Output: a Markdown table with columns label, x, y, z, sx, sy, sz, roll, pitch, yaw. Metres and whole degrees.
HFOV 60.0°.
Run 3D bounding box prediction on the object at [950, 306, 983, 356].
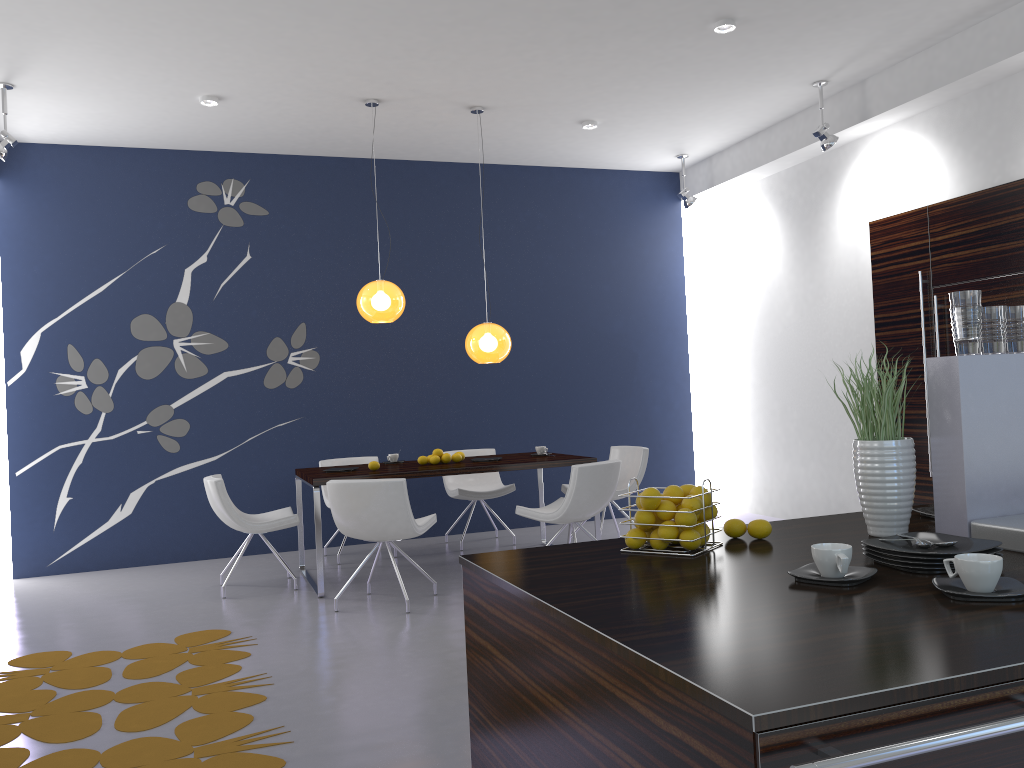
| label | x | y | z | sx | sy | sz | roll | pitch | yaw |
| --- | --- | --- | --- | --- | --- | --- | --- | --- | --- |
| object | 1.121 | -0.129 | 2.183 | 0.072 | 0.119 | 0.071 | -3 | -1 | 20 |

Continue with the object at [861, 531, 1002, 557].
| label | x | y | z | sx | sy | sz | roll | pitch | yaw |
| --- | --- | --- | --- | --- | --- | --- | --- | --- | --- |
| object | 1.077 | 0.273 | 1.877 | 0.646 | 0.147 | 0.269 | -3 | -1 | 5 |

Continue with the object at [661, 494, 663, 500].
| label | x | y | z | sx | sy | sz | roll | pitch | yaw |
| --- | --- | --- | --- | --- | --- | --- | --- | --- | --- |
| object | 0.386 | 0.310 | 2.302 | 0.061 | 0.052 | 0.053 | -3 | -1 | -6 |

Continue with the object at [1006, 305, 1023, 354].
| label | x | y | z | sx | sy | sz | roll | pitch | yaw |
| --- | --- | --- | --- | --- | --- | --- | --- | --- | --- |
| object | 1.273 | -0.135 | 2.238 | 0.072 | 0.119 | 0.071 | -3 | -1 | 20 |

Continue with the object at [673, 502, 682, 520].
| label | x | y | z | sx | sy | sz | roll | pitch | yaw |
| --- | --- | --- | --- | --- | --- | --- | --- | --- | --- |
| object | 0.436 | 0.329 | 2.281 | 0.052 | 0.053 | 0.062 | -4 | -1 | 42 |

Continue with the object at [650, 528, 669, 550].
| label | x | y | z | sx | sy | sz | roll | pitch | yaw |
| --- | --- | --- | --- | --- | --- | --- | --- | --- | --- |
| object | 0.369 | 0.386 | 2.209 | 0.050 | 0.055 | 0.061 | -3 | -1 | 26 |

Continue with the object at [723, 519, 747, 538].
| label | x | y | z | sx | sy | sz | roll | pitch | yaw |
| --- | --- | --- | --- | --- | --- | --- | --- | --- | --- |
| object | 0.587 | 0.380 | 2.336 | 0.063 | 0.051 | 0.053 | -3 | -1 | -16 |

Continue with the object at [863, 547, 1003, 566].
| label | x | y | z | sx | sy | sz | roll | pitch | yaw |
| --- | --- | --- | --- | --- | --- | --- | --- | --- | --- |
| object | 0.894 | 0.366 | 1.893 | 0.232 | 0.020 | 0.232 | -3 | -1 | -11 |

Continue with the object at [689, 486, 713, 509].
| label | x | y | z | sx | sy | sz | roll | pitch | yaw |
| --- | --- | --- | --- | --- | --- | --- | --- | --- | --- |
| object | 0.474 | 0.286 | 2.227 | 0.052 | 0.060 | 0.057 | -2 | -1 | -32 |

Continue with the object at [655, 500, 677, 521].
| label | x | y | z | sx | sy | sz | roll | pitch | yaw |
| --- | --- | --- | --- | --- | --- | --- | --- | --- | --- |
| object | 0.383 | 0.314 | 2.204 | 0.055 | 0.051 | 0.061 | -2 | -1 | -25 |

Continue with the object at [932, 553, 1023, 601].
| label | x | y | z | sx | sy | sz | roll | pitch | yaw |
| --- | --- | --- | --- | --- | --- | --- | --- | --- | --- |
| object | 0.852 | 0.350 | 1.614 | 0.153 | 0.069 | 0.153 | -3 | -1 | 14 |

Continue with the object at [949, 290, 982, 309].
| label | x | y | z | sx | sy | sz | roll | pitch | yaw |
| --- | --- | --- | --- | --- | --- | --- | --- | --- | --- |
| object | 1.119 | -0.168 | 2.184 | 0.072 | 0.119 | 0.071 | -3 | -1 | 20 |

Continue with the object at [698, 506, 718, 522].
| label | x | y | z | sx | sy | sz | roll | pitch | yaw |
| --- | --- | --- | --- | --- | --- | --- | --- | --- | --- |
| object | 0.490 | 0.325 | 2.252 | 0.063 | 0.051 | 0.053 | -3 | -1 | 39 |

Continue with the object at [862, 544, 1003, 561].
| label | x | y | z | sx | sy | sz | roll | pitch | yaw |
| --- | --- | --- | --- | --- | --- | --- | --- | --- | --- |
| object | 0.893 | 0.356 | 1.893 | 0.232 | 0.020 | 0.232 | -3 | -1 | -16 |

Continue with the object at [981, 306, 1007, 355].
| label | x | y | z | sx | sy | sz | roll | pitch | yaw |
| --- | --- | --- | --- | --- | --- | --- | --- | --- | --- |
| object | 1.197 | -0.132 | 2.210 | 0.072 | 0.119 | 0.071 | -3 | -1 | 20 |

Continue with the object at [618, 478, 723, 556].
| label | x | y | z | sx | sy | sz | roll | pitch | yaw |
| --- | --- | --- | --- | --- | --- | --- | --- | --- | --- |
| object | 0.399 | 0.325 | 2.235 | 0.207 | 0.174 | 0.189 | -3 | -1 | 35 |

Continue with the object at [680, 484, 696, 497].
| label | x | y | z | sx | sy | sz | roll | pitch | yaw |
| --- | --- | --- | --- | --- | --- | --- | --- | --- | --- |
| object | 0.454 | 0.283 | 2.276 | 0.063 | 0.051 | 0.053 | -3 | -1 | 28 |

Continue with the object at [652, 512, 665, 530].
| label | x | y | z | sx | sy | sz | roll | pitch | yaw |
| --- | --- | --- | --- | --- | --- | --- | --- | --- | --- |
| object | 0.371 | 0.346 | 2.258 | 0.051 | 0.053 | 0.062 | -3 | -1 | -12 |

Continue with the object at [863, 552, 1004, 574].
| label | x | y | z | sx | sy | sz | roll | pitch | yaw |
| --- | --- | --- | --- | --- | --- | --- | --- | --- | --- |
| object | 0.894 | 0.376 | 1.893 | 0.232 | 0.020 | 0.232 | -3 | -1 | -11 |

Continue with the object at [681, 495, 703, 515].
| label | x | y | z | sx | sy | sz | roll | pitch | yaw |
| --- | --- | --- | --- | --- | --- | --- | --- | --- | --- |
| object | 0.444 | 0.299 | 2.183 | 0.053 | 0.051 | 0.063 | -3 | -1 | 26 |

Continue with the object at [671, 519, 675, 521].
| label | x | y | z | sx | sy | sz | roll | pitch | yaw |
| --- | --- | --- | --- | --- | --- | --- | --- | --- | --- |
| object | 0.421 | 0.381 | 2.287 | 0.064 | 0.063 | 0.074 | -3 | -1 | 1 |

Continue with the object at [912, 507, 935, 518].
| label | x | y | z | sx | sy | sz | roll | pitch | yaw |
| --- | --- | --- | --- | --- | --- | --- | --- | --- | --- |
| object | 1.278 | 0.365 | 2.502 | 0.232 | 0.020 | 0.232 | -3 | -1 | -11 |

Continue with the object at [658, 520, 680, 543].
| label | x | y | z | sx | sy | sz | roll | pitch | yaw |
| --- | --- | --- | --- | --- | --- | --- | --- | --- | --- |
| object | 0.383 | 0.361 | 2.170 | 0.052 | 0.053 | 0.062 | -3 | -1 | 17 |

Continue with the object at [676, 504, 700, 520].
| label | x | y | z | sx | sy | sz | roll | pitch | yaw |
| --- | --- | --- | --- | --- | --- | --- | --- | --- | --- |
| object | 0.439 | 0.325 | 2.225 | 0.064 | 0.053 | 0.051 | -2 | -1 | -17 |

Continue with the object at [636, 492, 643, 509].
| label | x | y | z | sx | sy | sz | roll | pitch | yaw |
| --- | --- | --- | --- | --- | --- | --- | --- | --- | --- |
| object | 0.342 | 0.300 | 2.264 | 0.051 | 0.053 | 0.063 | -3 | -1 | -7 |

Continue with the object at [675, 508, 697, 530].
| label | x | y | z | sx | sy | sz | roll | pitch | yaw |
| --- | --- | --- | --- | --- | --- | --- | --- | --- | --- |
| object | 0.421 | 0.328 | 2.149 | 0.053 | 0.055 | 0.060 | -3 | -1 | 24 |

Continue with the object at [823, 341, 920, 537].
| label | x | y | z | sx | sy | sz | roll | pitch | yaw |
| --- | --- | --- | --- | --- | --- | --- | --- | --- | --- |
| object | 0.932 | 0.137 | 2.293 | 0.247 | 0.502 | 0.269 | -3 | -1 | 23 |

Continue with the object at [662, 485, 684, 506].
| label | x | y | z | sx | sy | sz | roll | pitch | yaw |
| --- | --- | --- | --- | --- | --- | --- | --- | --- | --- |
| object | 0.407 | 0.282 | 2.239 | 0.051 | 0.053 | 0.063 | -2 | -1 | -18 |

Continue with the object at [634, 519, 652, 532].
| label | x | y | z | sx | sy | sz | roll | pitch | yaw |
| --- | --- | --- | --- | --- | --- | --- | --- | --- | --- |
| object | 0.342 | 0.351 | 2.268 | 0.061 | 0.055 | 0.051 | -2 | -1 | -40 |

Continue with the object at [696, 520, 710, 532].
| label | x | y | z | sx | sy | sz | roll | pitch | yaw |
| --- | --- | --- | --- | --- | --- | --- | --- | --- | --- |
| object | 0.476 | 0.373 | 2.262 | 0.060 | 0.057 | 0.052 | -2 | -1 | -18 |

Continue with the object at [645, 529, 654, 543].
| label | x | y | z | sx | sy | sz | roll | pitch | yaw |
| --- | --- | --- | --- | --- | --- | --- | --- | --- | --- |
| object | 0.363 | 0.386 | 2.290 | 0.051 | 0.053 | 0.063 | -3 | -1 | -12 |

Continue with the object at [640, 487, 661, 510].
| label | x | y | z | sx | sy | sz | roll | pitch | yaw |
| --- | --- | --- | --- | --- | --- | --- | --- | --- | --- |
| object | 0.343 | 0.286 | 2.197 | 0.050 | 0.060 | 0.059 | -2 | -1 | -20 |

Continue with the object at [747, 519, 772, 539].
| label | x | y | z | sx | sy | sz | roll | pitch | yaw |
| --- | --- | --- | --- | --- | --- | --- | --- | --- | --- |
| object | 0.643 | 0.377 | 2.304 | 0.063 | 0.051 | 0.053 | -3 | -1 | 39 |

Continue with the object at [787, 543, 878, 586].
| label | x | y | z | sx | sy | sz | roll | pitch | yaw |
| --- | --- | --- | --- | --- | --- | --- | --- | --- | --- |
| object | 0.647 | 0.362 | 1.794 | 0.153 | 0.069 | 0.153 | -4 | -1 | 44 |

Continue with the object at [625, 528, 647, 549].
| label | x | y | z | sx | sy | sz | roll | pitch | yaw |
| --- | --- | --- | --- | --- | --- | --- | --- | --- | --- |
| object | 0.310 | 0.387 | 2.221 | 0.053 | 0.052 | 0.062 | -3 | -1 | 20 |

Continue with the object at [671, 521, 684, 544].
| label | x | y | z | sx | sy | sz | roll | pitch | yaw |
| --- | --- | --- | --- | --- | --- | --- | --- | --- | --- |
| object | 0.416 | 0.375 | 2.245 | 0.057 | 0.060 | 0.052 | -3 | -1 | -14 |

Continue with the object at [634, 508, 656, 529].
| label | x | y | z | sx | sy | sz | roll | pitch | yaw |
| --- | --- | --- | --- | --- | --- | --- | --- | --- | --- |
| object | 0.331 | 0.336 | 2.210 | 0.053 | 0.054 | 0.061 | -3 | -1 | 26 |
